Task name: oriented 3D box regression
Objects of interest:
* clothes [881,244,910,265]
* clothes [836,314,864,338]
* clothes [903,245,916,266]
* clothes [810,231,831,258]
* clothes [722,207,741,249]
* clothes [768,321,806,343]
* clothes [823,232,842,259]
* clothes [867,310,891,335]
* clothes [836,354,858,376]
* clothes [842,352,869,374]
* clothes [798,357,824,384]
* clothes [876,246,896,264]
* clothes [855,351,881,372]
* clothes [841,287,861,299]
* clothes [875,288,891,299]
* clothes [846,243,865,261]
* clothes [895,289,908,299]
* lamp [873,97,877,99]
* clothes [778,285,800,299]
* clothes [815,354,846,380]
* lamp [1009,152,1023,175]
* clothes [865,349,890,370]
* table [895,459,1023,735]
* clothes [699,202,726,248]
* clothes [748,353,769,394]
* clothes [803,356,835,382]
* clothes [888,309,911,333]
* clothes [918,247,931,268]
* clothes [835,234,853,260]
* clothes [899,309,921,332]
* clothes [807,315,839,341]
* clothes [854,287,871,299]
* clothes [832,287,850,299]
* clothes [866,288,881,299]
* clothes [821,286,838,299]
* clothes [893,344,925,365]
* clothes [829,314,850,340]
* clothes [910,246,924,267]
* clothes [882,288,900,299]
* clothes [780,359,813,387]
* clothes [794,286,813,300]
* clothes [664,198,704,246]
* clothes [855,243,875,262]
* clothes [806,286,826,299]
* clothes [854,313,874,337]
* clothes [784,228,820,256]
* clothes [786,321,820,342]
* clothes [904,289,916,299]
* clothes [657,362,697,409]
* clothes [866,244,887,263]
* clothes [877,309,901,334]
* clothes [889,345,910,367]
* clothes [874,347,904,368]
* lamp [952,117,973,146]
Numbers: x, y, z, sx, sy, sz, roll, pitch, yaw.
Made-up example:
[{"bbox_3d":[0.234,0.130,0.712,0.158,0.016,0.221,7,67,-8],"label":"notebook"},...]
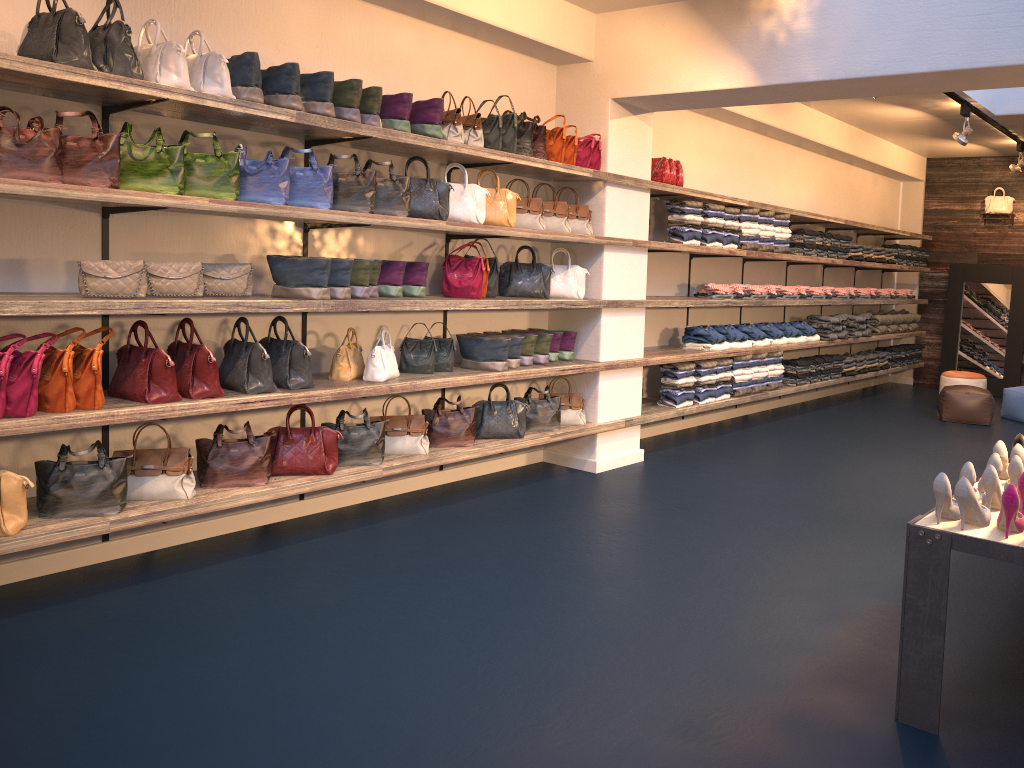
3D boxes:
[{"bbox_3d":[5.372,-1.818,12.191,0.341,0.297,0.354,8,8,42],"label":"clothes"},{"bbox_3d":[4.247,-0.736,10.995,0.348,0.301,0.378,6,7,27],"label":"clothes"},{"bbox_3d":[5.594,-1.846,12.468,0.341,0.297,0.345,6,7,28],"label":"clothes"},{"bbox_3d":[3.430,-1.598,9.925,0.341,0.297,0.345,6,7,28],"label":"clothes"},{"bbox_3d":[2.012,-1.491,8.278,0.346,0.408,0.234,-3,7,-44],"label":"clothes"},{"bbox_3d":[3.020,-0.582,9.704,0.464,0.239,0.392,-2,9,-35],"label":"clothes"},{"bbox_3d":[3.660,-1.624,10.195,0.325,0.297,0.332,8,8,39],"label":"clothes"},{"bbox_3d":[4.970,-0.851,11.894,0.427,0.340,0.310,-3,9,-44],"label":"clothes"},{"bbox_3d":[4.150,-0.245,11.014,0.377,0.250,0.383,-3,9,-41],"label":"clothes"},{"bbox_3d":[4.430,-0.276,11.342,0.384,0.250,0.376,8,9,37],"label":"clothes"},{"bbox_3d":[3.385,-0.166,10.023,0.341,0.297,0.345,6,7,28],"label":"clothes"},{"bbox_3d":[5.048,-1.774,11.917,0.384,0.250,0.376,8,9,37],"label":"clothes"},{"bbox_3d":[4.723,-0.310,11.688,0.377,0.250,0.383,-3,9,-41],"label":"clothes"},{"bbox_3d":[4.286,-1.165,11.116,0.296,0.154,0.381,8,9,34],"label":"clothes"},{"bbox_3d":[5.078,-1.254,12.080,0.341,0.158,0.329,-1,8,-29],"label":"clothes"},{"bbox_3d":[4.195,-1.677,10.916,0.377,0.250,0.383,-3,9,-41],"label":"clothes"},{"bbox_3d":[5.586,-1.312,12.678,0.341,0.158,0.329,-1,8,-29],"label":"clothes"},{"bbox_3d":[2.967,-2.475,7.104,0.246,0.326,0.177,2,5,-7],"label":"lamp"},{"bbox_3d":[3.005,-1.016,9.643,0.341,0.158,0.329,-1,8,-29],"label":"clothes"},{"bbox_3d":[3.847,-0.219,10.566,0.333,0.297,0.324,-3,9,-44],"label":"clothes"},{"bbox_3d":[6.673,-2.900,11.458,0.185,0.326,0.236,2,5,-6],"label":"lamp"},{"bbox_3d":[5.003,-0.342,12.015,0.384,0.250,0.376,8,9,37],"label":"clothes"},{"bbox_3d":[2.759,0.847,3.883,1.142,0.736,2.753,9,10,39],"label":"table"},{"bbox_3d":[1.798,-1.461,7.989,0.346,0.408,0.234,-3,7,-44],"label":"clothes"},{"bbox_3d":[2.468,-0.131,8.951,0.361,0.453,0.249,-2,6,-38],"label":"clothes"},{"bbox_3d":[3.616,-0.192,10.294,0.325,0.297,0.332,8,8,39],"label":"clothes"},{"bbox_3d":[5.592,-0.922,12.625,0.427,0.340,0.310,-3,9,-44],"label":"clothes"},{"bbox_3d":[6.055,-1.899,13.011,0.333,0.297,0.324,-3,9,-44],"label":"clothes"},{"bbox_3d":[3.891,-1.651,10.467,0.333,0.297,0.324,-3,9,-44],"label":"clothes"},{"bbox_3d":[5.903,-0.958,12.991,0.427,0.340,0.310,-3,9,-44],"label":"clothes"},{"bbox_3d":[3.691,-0.672,10.341,0.348,0.301,0.378,6,7,27],"label":"clothes"},{"bbox_3d":[4.542,-1.192,11.450,0.341,0.158,0.329,-1,8,-29],"label":"clothes"},{"bbox_3d":[4.033,-1.134,10.852,0.341,0.158,0.329,-1,8,-29],"label":"clothes"},{"bbox_3d":[4.794,-1.223,11.713,0.296,0.154,0.381,8,9,34],"label":"clothes"},{"bbox_3d":[3.766,-1.105,10.504,0.296,0.154,0.381,8,9,34],"label":"clothes"},{"bbox_3d":[5.896,-0.454,12.977,0.337,0.297,0.702,8,9,41],"label":"clothes"},{"bbox_3d":[3.951,-0.711,10.659,0.364,0.316,0.385,6,7,26],"label":"clothes"},{"bbox_3d":[5.824,-1.872,12.739,0.325,0.297,0.332,8,8,39],"label":"clothes"},{"bbox_3d":[5.331,-1.284,12.344,0.296,0.154,0.381,8,9,34],"label":"clothes"},{"bbox_3d":[3.163,-0.138,9.746,0.341,0.297,0.354,8,8,42],"label":"clothes"},{"bbox_3d":[3.257,-1.047,9.907,0.296,0.154,0.381,8,9,34],"label":"clothes"},{"bbox_3d":[1.533,-1.436,7.716,0.346,0.408,0.234,-3,7,-44],"label":"clothes"},{"bbox_3d":[4.475,-1.709,11.244,0.384,0.250,0.376,8,9,37],"label":"clothes"},{"bbox_3d":[3.513,-1.074,10.241,0.341,0.158,0.329,-1,8,-29],"label":"clothes"},{"bbox_3d":[4.507,-0.775,11.314,0.364,0.316,0.385,6,7,26],"label":"clothes"},{"bbox_3d":[3.208,-1.570,9.648,0.341,0.297,0.354,8,8,42],"label":"clothes"},{"bbox_3d":[3.304,-0.614,10.036,0.392,0.239,0.465,9,9,39],"label":"clothes"},{"bbox_3d":[5.839,-1.343,12.941,0.296,0.154,0.381,8,9,34],"label":"clothes"},{"bbox_3d":[1.489,-0.004,7.814,0.346,0.408,0.234,-3,7,-44],"label":"clothes"},{"bbox_3d":[4.768,-1.743,11.590,0.377,0.250,0.383,-3,9,-41],"label":"clothes"},{"bbox_3d":[5.281,-0.887,12.259,0.427,0.340,0.310,-3,9,-44],"label":"clothes"},{"bbox_3d":[5.549,-0.414,12.566,0.341,0.297,0.345,6,7,28],"label":"clothes"},{"bbox_3d":[5.327,-0.386,12.289,0.341,0.297,0.354,8,8,42],"label":"clothes"},{"bbox_3d":[4.813,-2.687,9.273,0.185,0.326,0.236,2,5,-6],"label":"lamp"}]
